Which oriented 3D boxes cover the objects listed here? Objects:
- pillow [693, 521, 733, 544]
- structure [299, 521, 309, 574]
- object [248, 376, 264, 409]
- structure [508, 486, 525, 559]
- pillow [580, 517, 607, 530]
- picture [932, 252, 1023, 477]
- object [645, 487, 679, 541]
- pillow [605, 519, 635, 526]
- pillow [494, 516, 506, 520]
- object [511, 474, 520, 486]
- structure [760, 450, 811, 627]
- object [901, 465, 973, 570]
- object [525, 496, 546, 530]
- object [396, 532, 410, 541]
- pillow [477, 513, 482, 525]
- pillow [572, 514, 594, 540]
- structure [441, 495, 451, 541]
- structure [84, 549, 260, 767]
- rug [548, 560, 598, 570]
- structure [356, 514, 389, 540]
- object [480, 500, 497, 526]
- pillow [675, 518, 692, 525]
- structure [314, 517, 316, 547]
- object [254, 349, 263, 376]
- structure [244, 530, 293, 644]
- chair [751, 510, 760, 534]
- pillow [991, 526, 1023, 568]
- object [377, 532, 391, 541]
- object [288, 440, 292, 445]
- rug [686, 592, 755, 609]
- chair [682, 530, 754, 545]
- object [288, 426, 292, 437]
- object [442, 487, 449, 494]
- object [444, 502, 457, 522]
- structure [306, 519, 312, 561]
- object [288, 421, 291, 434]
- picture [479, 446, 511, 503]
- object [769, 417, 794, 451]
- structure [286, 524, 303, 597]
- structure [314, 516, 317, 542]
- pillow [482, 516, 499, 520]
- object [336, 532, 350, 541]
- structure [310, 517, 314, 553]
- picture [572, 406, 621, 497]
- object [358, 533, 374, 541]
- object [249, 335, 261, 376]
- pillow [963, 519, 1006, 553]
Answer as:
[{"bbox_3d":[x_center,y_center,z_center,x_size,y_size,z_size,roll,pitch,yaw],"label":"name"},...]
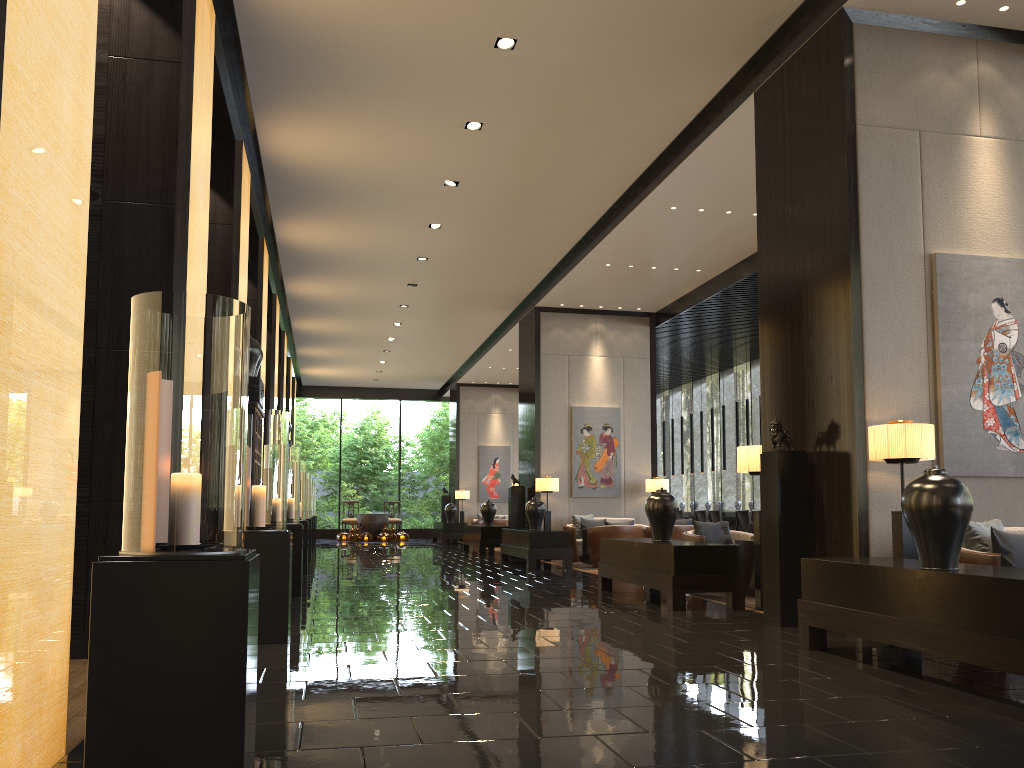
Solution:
[{"bbox_3d":[2.080,1.596,9.165,0.399,0.360,0.223,1,-6,-11],"label":"pillow"},{"bbox_3d":[-2.775,2.052,11.149,0.402,0.654,0.404,1,-6,-12],"label":"structure"},{"bbox_3d":[-2.942,0.111,9.840,0.365,0.313,0.609,2,-8,-12],"label":"object"},{"bbox_3d":[0.078,2.336,14.964,0.240,1.211,0.241,1,-5,-12],"label":"structure"},{"bbox_3d":[1.295,2.293,14.072,0.472,0.359,0.220,2,-6,-15],"label":"pillow"},{"bbox_3d":[3.247,-0.125,5.983,0.835,1.494,0.037,1,-5,-12],"label":"picture"},{"bbox_3d":[1.382,1.198,8.151,0.312,0.490,0.313,4,-7,-30],"label":"object"},{"bbox_3d":[1.500,2.051,12.301,0.441,0.336,0.206,1,-6,-5],"label":"pillow"},{"bbox_3d":[-0.360,3.315,21.103,0.441,0.336,0.206,1,-6,-5],"label":"pillow"},{"bbox_3d":[0.054,1.630,15.031,0.162,0.216,0.102,3,-6,-24],"label":"object"},{"bbox_3d":[1.924,1.081,6.227,0.240,1.211,0.241,1,-5,-12],"label":"structure"},{"bbox_3d":[2.021,0.631,4.209,0.311,0.490,0.313,-1,-6,7],"label":"object"},{"bbox_3d":[0.347,1.901,13.048,0.311,0.490,0.313,-1,-6,7],"label":"object"},{"bbox_3d":[-2.955,4.101,23.850,0.370,0.228,0.371,6,-9,-39],"label":"object"},{"bbox_3d":[-0.696,3.556,23.006,0.434,0.397,0.202,5,-7,-33],"label":"pillow"},{"bbox_3d":[1.164,2.291,14.204,0.434,0.397,0.202,5,-7,-33],"label":"pillow"},{"bbox_3d":[-1.774,3.594,23.724,0.240,1.211,0.241,1,-5,-12],"label":"structure"},{"bbox_3d":[-0.959,0.819,2.558,0.402,0.654,0.404,1,-6,-12],"label":"structure"},{"bbox_3d":[1.722,2.711,13.324,1.958,0.008,2.255,2,-8,-12],"label":"rug"},{"bbox_3d":[-3.787,3.882,24.028,0.874,0.706,0.879,3,-8,-23],"label":"structure"},{"bbox_3d":[-0.447,2.441,16.805,0.311,0.490,0.313,-1,-6,7],"label":"object"},{"bbox_3d":[2.340,2.074,12.480,0.399,0.360,0.223,1,-6,-11],"label":"pillow"},{"bbox_3d":[-4.590,3.286,19.739,0.402,0.654,0.404,1,-6,-12],"label":"structure"},{"bbox_3d":[-2.986,-0.267,10.043,0.312,0.490,0.313,4,-7,-30],"label":"object"},{"bbox_3d":[-1.564,1.230,5.422,0.402,0.654,0.404,1,-6,-12],"label":"structure"},{"bbox_3d":[4.080,2.398,13.957,0.563,0.823,0.528,1,-6,-12],"label":"chair"},{"bbox_3d":[3.123,1.050,5.420,0.472,0.359,0.220,2,-6,-15],"label":"pillow"},{"bbox_3d":[-3.354,4.006,23.198,0.370,0.228,0.372,1,-7,-9],"label":"object"},{"bbox_3d":[-4.760,1.346,18.440,0.365,0.313,0.609,2,-8,-12],"label":"object"},{"bbox_3d":[2.782,1.990,8.308,2.041,0.008,2.255,2,-8,-12],"label":"rug"},{"bbox_3d":[2.103,1.794,9.032,0.804,0.601,0.609,2,-7,-12],"label":"chair"},{"bbox_3d":[-4.803,0.968,18.642,0.312,0.490,0.313,4,-7,-30],"label":"object"},{"bbox_3d":[-1.791,2.873,23.779,0.176,0.244,0.116,1,-6,-7],"label":"object"},{"bbox_3d":[-1.515,3.167,21.857,0.311,0.490,0.313,-1,-6,7],"label":"object"},{"bbox_3d":[-3.380,2.464,14.012,0.402,0.654,0.404,1,-6,-12],"label":"structure"},{"bbox_3d":[-4.735,0.921,18.318,0.312,0.490,0.312,5,-7,-38],"label":"object"},{"bbox_3d":[-0.453,2.390,23.488,0.835,1.494,0.037,1,-5,-12],"label":"picture"},{"bbox_3d":[1.906,0.361,6.288,0.176,0.244,0.116,1,-6,-12],"label":"object"},{"bbox_3d":[-2.170,1.641,8.285,0.402,0.654,0.404,1,-6,-12],"label":"structure"},{"bbox_3d":[-5.195,3.698,22.603,0.402,0.654,0.404,1,-6,-12],"label":"structure"},{"bbox_3d":[-0.565,3.557,22.874,0.472,0.359,0.220,2,-6,-15],"label":"pillow"},{"bbox_3d":[-4.468,4.055,23.552,0.369,0.228,0.372,-1,-7,6],"label":"object"},{"bbox_3d":[-3.985,2.875,16.876,0.402,0.654,0.404,1,-6,-12],"label":"structure"},{"bbox_3d":[1.404,1.128,14.703,0.835,1.494,0.037,1,-5,-12],"label":"picture"},{"bbox_3d":[-3.805,3.991,23.099,0.370,0.228,0.372,-1,-7,11],"label":"object"},{"bbox_3d":[-2.918,-0.314,9.718,0.312,0.490,0.312,-6,-8,44],"label":"object"},{"bbox_3d":[2.993,1.049,5.552,0.434,0.397,0.202,5,-7,-33],"label":"pillow"}]
